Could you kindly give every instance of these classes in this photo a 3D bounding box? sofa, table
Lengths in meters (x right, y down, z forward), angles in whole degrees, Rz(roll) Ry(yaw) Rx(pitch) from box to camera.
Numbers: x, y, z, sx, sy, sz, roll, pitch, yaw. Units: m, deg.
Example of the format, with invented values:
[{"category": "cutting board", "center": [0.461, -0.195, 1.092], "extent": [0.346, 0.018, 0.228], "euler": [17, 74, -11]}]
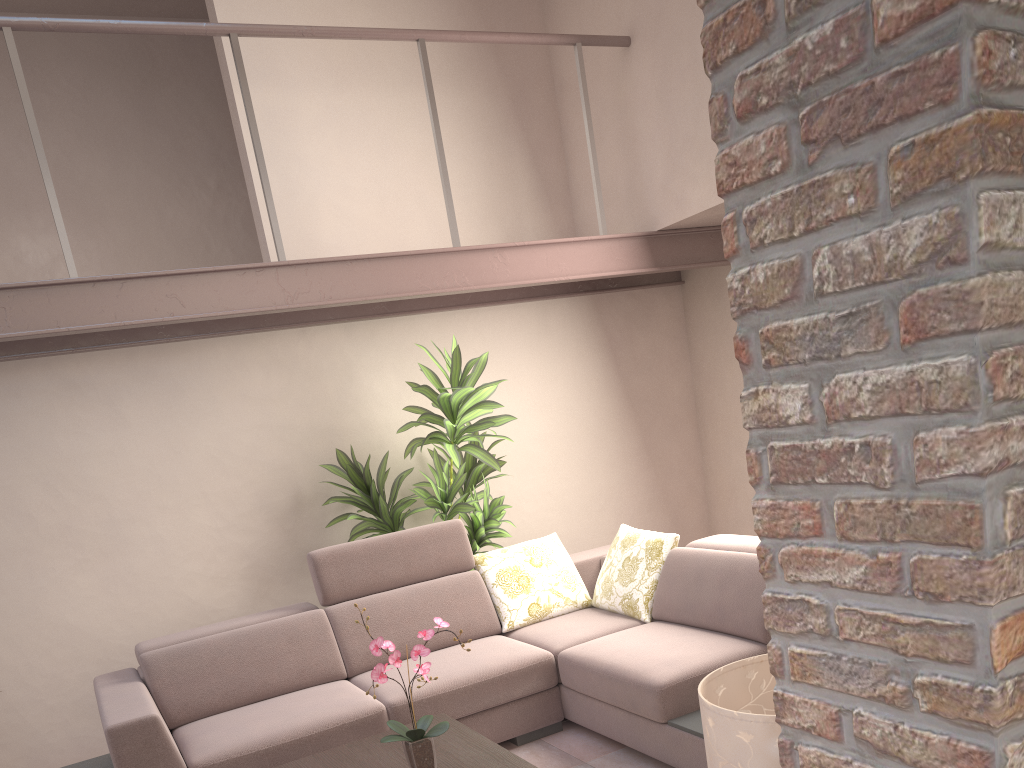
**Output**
[{"category": "sofa", "center": [-0.283, 1.142, 3.651], "extent": [3.099, 0.986, 2.125], "euler": [-10, 1, -26]}, {"category": "table", "center": [-0.278, 1.431, 2.853], "extent": [0.693, 0.362, 1.179], "euler": [-10, 0, -27]}]

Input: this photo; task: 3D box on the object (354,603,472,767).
[{"category": "object", "center": [-0.303, 0.943, 2.749], "extent": [0.292, 0.624, 0.360], "euler": [-16, 11, -32]}]

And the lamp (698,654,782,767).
[{"category": "lamp", "center": [0.625, 0.996, 1.844], "extent": [0.380, 0.888, 0.398], "euler": [-15, 12, -26]}]

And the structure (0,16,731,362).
[{"category": "structure", "center": [-1.122, 0.082, 2.877], "extent": [7.071, 3.371, 3.704], "euler": [-10, 5, -26]}]
